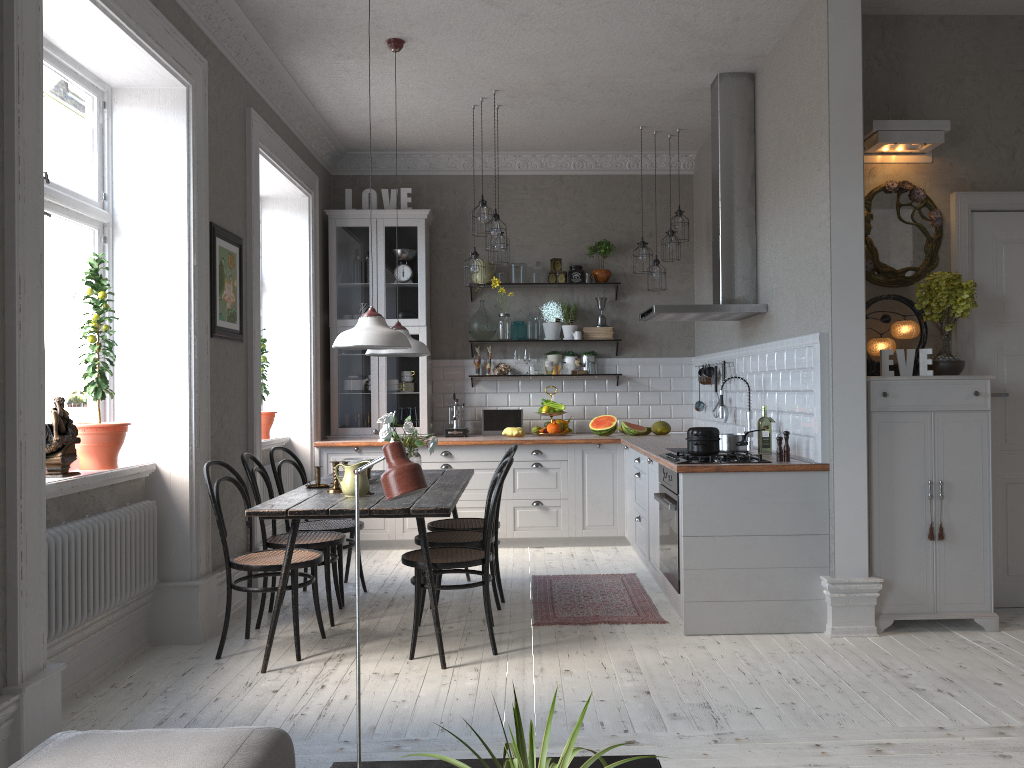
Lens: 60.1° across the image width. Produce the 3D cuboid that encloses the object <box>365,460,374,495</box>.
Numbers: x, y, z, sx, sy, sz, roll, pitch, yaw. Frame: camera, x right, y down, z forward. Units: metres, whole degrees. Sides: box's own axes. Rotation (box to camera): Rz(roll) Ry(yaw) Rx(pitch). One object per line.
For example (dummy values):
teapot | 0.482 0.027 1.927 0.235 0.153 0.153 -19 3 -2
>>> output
object | -0.722 0.469 4.451 0.059 0.167 0.060 -1 0 13

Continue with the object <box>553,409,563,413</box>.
object | 0.383 0.237 7.491 0.077 0.062 0.099 0 0 -27

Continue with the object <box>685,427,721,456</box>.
object | 1.014 0.303 4.692 0.193 0.147 0.190 0 0 -21

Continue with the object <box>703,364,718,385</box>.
object | 1.512 -0.075 6.734 0.107 0.161 0.138 -1 0 17

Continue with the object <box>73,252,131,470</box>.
object | -1.875 -0.111 4.011 0.264 0.991 0.276 -1 -1 39

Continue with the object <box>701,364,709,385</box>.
object | 1.523 -0.074 6.861 0.108 0.161 0.137 -1 0 2

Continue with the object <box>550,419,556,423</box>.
object | 0.356 0.344 7.575 0.086 0.093 0.086 -1 0 -5

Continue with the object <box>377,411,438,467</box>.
object | -0.537 0.344 4.578 0.312 0.414 0.251 -1 0 -2

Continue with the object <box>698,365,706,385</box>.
object | 1.524 -0.073 6.989 0.107 0.161 0.138 -1 0 12

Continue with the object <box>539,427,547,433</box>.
object | 0.264 0.393 7.490 0.084 0.057 0.090 -1 0 31

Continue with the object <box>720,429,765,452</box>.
object | 1.286 0.310 4.929 0.298 0.134 0.178 -1 -1 34

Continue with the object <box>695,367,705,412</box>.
object | 1.534 0.036 7.249 0.077 0.379 0.082 -1 0 0

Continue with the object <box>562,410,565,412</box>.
object | 0.424 0.235 7.523 0.052 0.050 0.049 -1 0 9

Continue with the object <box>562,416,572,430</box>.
object | 0.461 0.331 7.529 0.060 0.120 0.127 -1 0 24

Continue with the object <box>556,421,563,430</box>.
object | 0.387 0.353 7.462 0.087 0.078 0.089 -1 0 26

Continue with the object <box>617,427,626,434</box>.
object | 0.999 0.400 7.580 0.198 0.067 0.103 -1 0 5

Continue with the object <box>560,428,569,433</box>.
object | 0.437 0.399 7.455 0.069 0.051 0.088 0 -1 -43

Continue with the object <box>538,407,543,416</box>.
object | 0.271 0.230 7.514 0.097 0.078 0.100 0 0 -14

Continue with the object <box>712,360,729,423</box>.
object | 1.486 0.056 6.363 0.081 0.443 0.329 -1 0 1

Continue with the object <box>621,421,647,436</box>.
object | 1.017 0.368 7.310 0.227 0.127 0.146 0 0 -18

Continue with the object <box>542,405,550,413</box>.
object | 0.285 0.214 7.439 0.058 0.069 0.080 -1 0 19

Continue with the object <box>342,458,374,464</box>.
object | -0.871 0.471 5.020 0.181 0.094 0.178 -1 0 -10

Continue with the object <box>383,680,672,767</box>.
object | 0.059 0.757 1.614 0.723 0.420 0.671 -1 0 17

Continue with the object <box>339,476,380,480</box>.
object | -0.870 0.535 5.020 0.242 0.027 0.233 0 -1 -33

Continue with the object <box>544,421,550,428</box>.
object | 0.325 0.355 7.581 0.077 0.076 0.156 -1 0 26

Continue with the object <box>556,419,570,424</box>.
object | 0.433 0.325 7.536 0.128 0.056 0.059 -1 0 -9

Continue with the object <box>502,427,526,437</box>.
object | 0.016 0.397 7.333 0.197 0.083 0.189 -1 0 0

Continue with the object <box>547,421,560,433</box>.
object | 0.346 0.364 7.385 0.115 0.110 0.109 0 0 -33

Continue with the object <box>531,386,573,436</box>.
object | 0.335 0.227 7.510 0.356 0.425 0.348 0 0 -16

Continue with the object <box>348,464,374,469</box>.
object | -0.870 0.491 5.020 0.181 0.094 0.178 -1 0 -10

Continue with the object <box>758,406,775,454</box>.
object | 1.484 0.268 5.155 0.089 0.282 0.081 -1 0 0

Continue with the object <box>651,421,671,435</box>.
object | 1.253 0.370 7.442 0.208 0.119 0.129 0 -1 -38

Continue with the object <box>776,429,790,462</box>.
object | 1.415 0.320 4.622 0.073 0.167 0.036 -1 0 -1

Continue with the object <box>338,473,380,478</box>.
object | -0.870 0.527 5.020 0.234 0.027 0.241 -1 0 22

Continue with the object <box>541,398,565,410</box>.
object | 0.348 0.171 7.485 0.210 0.101 0.067 -1 0 5

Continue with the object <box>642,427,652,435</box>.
object | 1.117 0.395 7.487 0.204 0.073 0.117 0 -1 -37

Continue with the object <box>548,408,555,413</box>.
object | 0.327 0.236 7.455 0.063 0.061 0.066 -1 0 -1

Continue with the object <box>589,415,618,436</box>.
object | 0.758 0.347 7.352 0.232 0.174 0.220 -1 0 21

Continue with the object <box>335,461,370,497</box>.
object | -0.778 0.467 4.366 0.153 0.170 0.133 0 -1 -39

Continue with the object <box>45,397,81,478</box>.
object | -1.874 0.216 3.618 0.120 0.329 0.237 -1 0 2

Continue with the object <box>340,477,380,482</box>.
object | -0.869 0.544 5.020 0.234 0.027 0.240 -1 0 17

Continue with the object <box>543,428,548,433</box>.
object | 0.279 0.402 7.506 0.070 0.076 0.226 0 0 -18

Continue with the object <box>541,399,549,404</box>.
object | 0.282 0.150 7.488 0.074 0.058 0.050 0 0 -24

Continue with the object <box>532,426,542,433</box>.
object | 0.224 0.390 7.525 0.075 0.072 0.154 -1 0 29

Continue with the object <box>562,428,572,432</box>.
object | 0.421 0.390 7.577 0.212 0.044 0.055 -1 -1 37

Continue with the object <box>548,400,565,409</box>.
object | 0.377 0.181 7.554 0.178 0.096 0.089 -1 0 19
